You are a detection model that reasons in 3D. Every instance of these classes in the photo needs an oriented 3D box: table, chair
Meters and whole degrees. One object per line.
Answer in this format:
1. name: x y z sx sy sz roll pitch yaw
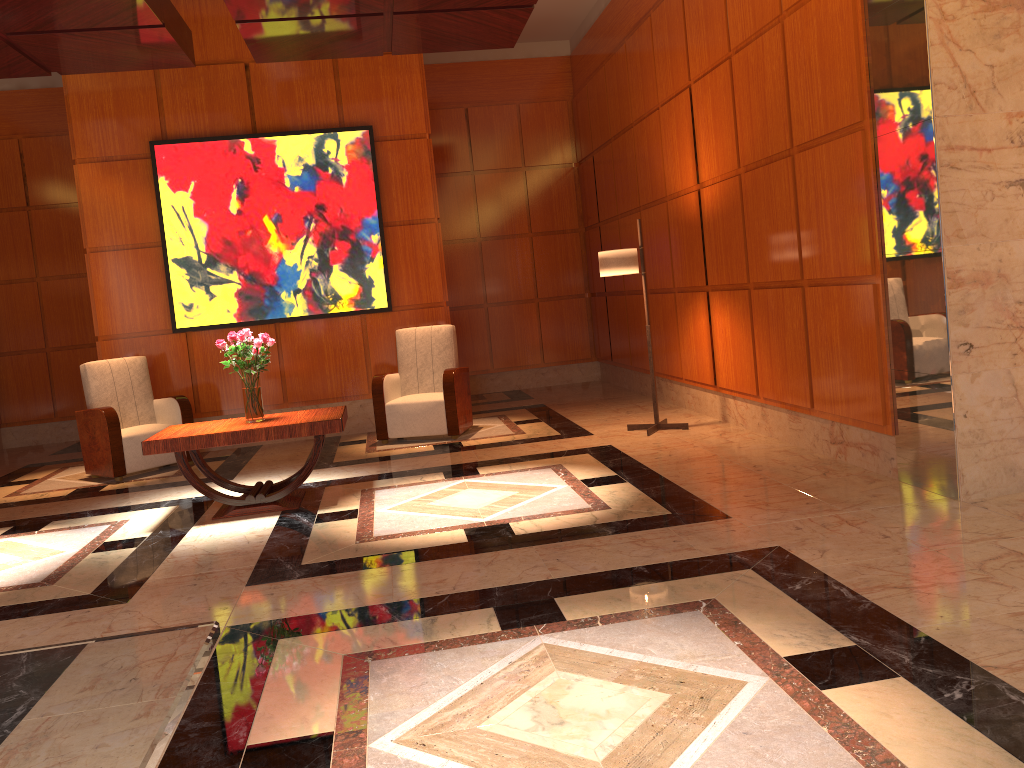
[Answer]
1. table: -1.069 0.878 0.438 1.601 0.743 1.604 -6 5 -8
2. chair: -3.187 0.256 7.466 0.628 0.958 0.740 -2 6 41
3. chair: -0.791 -0.018 7.810 0.737 0.958 0.631 -5 4 11
4. table: -1.628 0.507 5.650 1.168 0.533 0.726 -6 5 -8

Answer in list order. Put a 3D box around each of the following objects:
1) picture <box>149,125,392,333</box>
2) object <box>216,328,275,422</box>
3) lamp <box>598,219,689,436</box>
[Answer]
1. picture: -2.198 -1.437 8.182 1.997 1.732 0.056 -6 4 -8
2. object: -1.674 -0.058 5.647 0.350 0.594 0.328 -5 4 12
3. lamp: 0.987 -0.446 6.901 0.527 1.656 0.360 -7 4 -18
